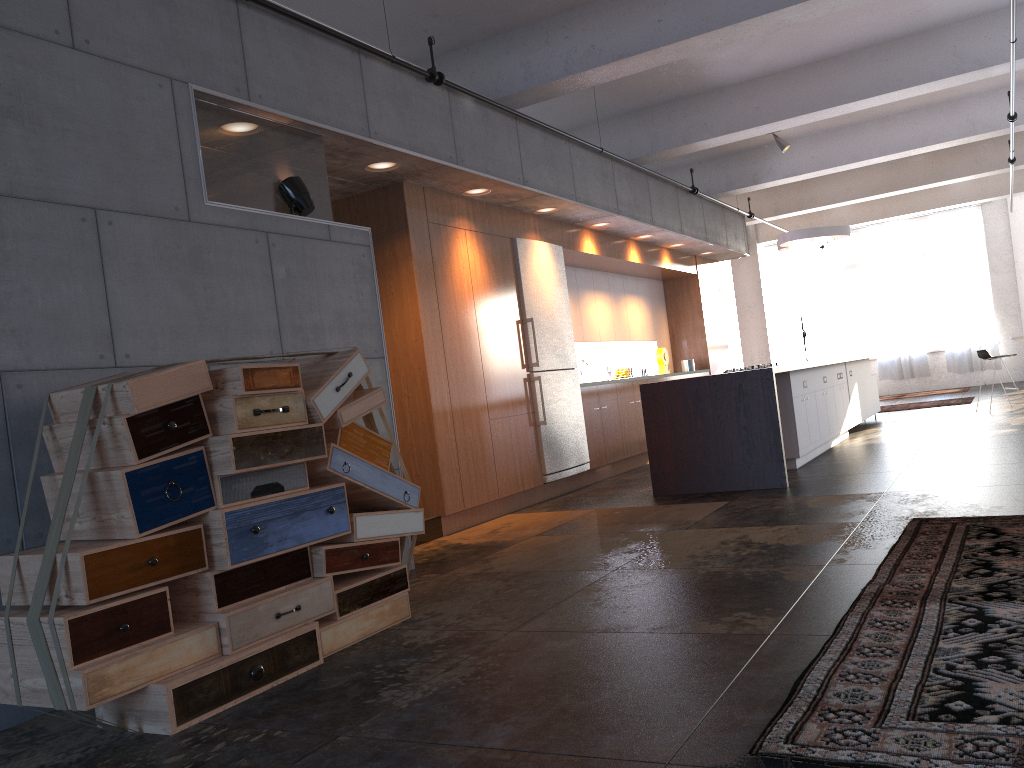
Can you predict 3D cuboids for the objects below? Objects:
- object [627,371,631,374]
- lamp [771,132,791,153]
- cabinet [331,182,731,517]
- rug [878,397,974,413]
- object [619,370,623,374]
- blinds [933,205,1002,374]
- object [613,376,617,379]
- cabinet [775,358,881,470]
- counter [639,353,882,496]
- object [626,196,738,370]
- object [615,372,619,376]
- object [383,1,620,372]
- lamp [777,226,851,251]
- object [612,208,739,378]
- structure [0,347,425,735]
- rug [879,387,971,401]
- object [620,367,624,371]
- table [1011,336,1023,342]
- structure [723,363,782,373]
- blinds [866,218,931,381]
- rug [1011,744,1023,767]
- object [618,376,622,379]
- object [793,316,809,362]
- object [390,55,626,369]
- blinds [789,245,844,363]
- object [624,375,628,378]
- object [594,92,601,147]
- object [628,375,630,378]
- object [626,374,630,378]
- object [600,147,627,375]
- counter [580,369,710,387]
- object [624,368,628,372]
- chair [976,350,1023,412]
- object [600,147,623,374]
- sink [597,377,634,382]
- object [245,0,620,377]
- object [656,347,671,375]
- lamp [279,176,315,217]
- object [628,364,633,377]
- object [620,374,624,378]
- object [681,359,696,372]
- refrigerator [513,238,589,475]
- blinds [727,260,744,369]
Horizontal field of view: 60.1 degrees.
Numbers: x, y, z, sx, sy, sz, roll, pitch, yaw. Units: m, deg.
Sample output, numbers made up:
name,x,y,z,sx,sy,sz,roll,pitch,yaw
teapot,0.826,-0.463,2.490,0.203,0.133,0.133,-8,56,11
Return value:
name,x,y,z,sx,sy,sz,roll,pitch,yaw
object,-2.717,-0.773,6.796,0.061,2.210,12.047,-7,0,43
lamp,3.419,-3.085,11.240,0.220,0.287,0.133,-7,0,12
cabinet,0.342,-0.329,10.847,2.340,2.562,8.240,-7,-1,29
rug,6.274,0.422,15.099,2.837,0.029,1.885,-8,-1,29
object,0.312,-1.139,8.465,0.056,2.190,5.704,-7,-1,19
blinds,9.509,-2.096,18.633,1.013,3.752,0.347,-7,1,26
object,-2.903,0.912,6.322,0.053,1.095,12.995,-7,0,42
cabinet,3.614,0.253,10.775,0.907,0.930,5.742,-7,-1,29
counter,3.296,0.255,10.238,1.123,0.971,6.766,-8,-1,29
object,1.456,-0.186,11.176,0.053,0.060,0.056,-7,0,-38
object,1.320,-0.126,11.141,0.052,0.054,0.062,-7,0,20
object,1.329,-0.177,11.128,0.051,0.060,0.058,-7,0,-26
lamp,4.204,-2.080,12.728,1.018,0.130,1.068,-7,-1,-15
object,-3.034,0.869,6.333,0.931,1.215,13.442,-7,-1,40
structure,-1.108,0.534,3.730,0.627,1.315,1.945,-7,0,29
rug,7.854,0.287,18.514,3.079,0.009,1.845,-8,-1,28
object,-0.742,-1.054,6.595,0.058,2.165,10.045,-7,-1,24
table,7.151,-0.209,11.776,0.814,0.952,0.843,-7,0,29
structure,2.586,-0.160,9.506,0.503,0.072,0.650,-8,-1,29
blinds,8.331,-1.928,19.265,1.020,3.698,0.344,-7,1,25
rug,2.358,0.696,2.208,1.840,0.048,3.590,-8,-1,38
object,1.361,-0.078,11.146,0.050,0.055,0.062,-7,0,20
object,5.983,-0.430,18.321,1.160,1.920,1.073,-7,0,29
object,1.431,-0.186,11.221,0.062,0.051,0.054,-7,0,21
blinds,6.877,-1.716,20.063,1.015,3.675,0.367,-7,1,28
object,2.355,-1.332,12.070,2.975,2.310,0.056,-7,0,-42
object,1.425,-0.145,11.169,0.064,0.053,0.050,-7,0,-24
object,1.453,-0.093,11.155,0.060,0.053,0.054,-7,0,16
object,1.462,-0.099,11.212,0.061,0.057,0.051,-7,0,-24
object,1.157,-1.224,9.907,0.053,2.228,2.421,-7,0,6
counter,1.094,0.003,11.333,1.581,0.039,4.534,-8,-1,29
object,0.035,-1.115,7.911,0.052,2.169,6.959,-7,-1,22
chair,6.465,-0.030,11.782,0.503,0.895,0.465,-7,0,6
object,1.417,-0.139,11.225,0.051,0.053,0.063,-7,0,36
sink,1.052,0.063,10.309,0.514,0.192,0.741,-8,-1,29
object,1.356,-0.118,11.194,0.052,0.053,0.062,-7,0,-18
object,2.104,-0.316,12.296,0.098,0.381,0.279,-7,0,29
lamp,-1.240,-1.056,5.065,0.210,0.259,0.172,-7,0,10
object,1.574,-0.175,11.861,0.059,0.210,0.147,-7,0,29
object,1.377,-0.105,11.108,0.051,0.053,0.062,-7,0,11
object,2.548,-0.264,12.797,0.192,0.170,0.189,-7,0,-12
refrigerator,0.345,-0.269,8.564,0.216,2.191,0.971,-7,0,27
blinds,5.601,-1.541,20.787,1.009,3.714,0.320,-7,1,27
